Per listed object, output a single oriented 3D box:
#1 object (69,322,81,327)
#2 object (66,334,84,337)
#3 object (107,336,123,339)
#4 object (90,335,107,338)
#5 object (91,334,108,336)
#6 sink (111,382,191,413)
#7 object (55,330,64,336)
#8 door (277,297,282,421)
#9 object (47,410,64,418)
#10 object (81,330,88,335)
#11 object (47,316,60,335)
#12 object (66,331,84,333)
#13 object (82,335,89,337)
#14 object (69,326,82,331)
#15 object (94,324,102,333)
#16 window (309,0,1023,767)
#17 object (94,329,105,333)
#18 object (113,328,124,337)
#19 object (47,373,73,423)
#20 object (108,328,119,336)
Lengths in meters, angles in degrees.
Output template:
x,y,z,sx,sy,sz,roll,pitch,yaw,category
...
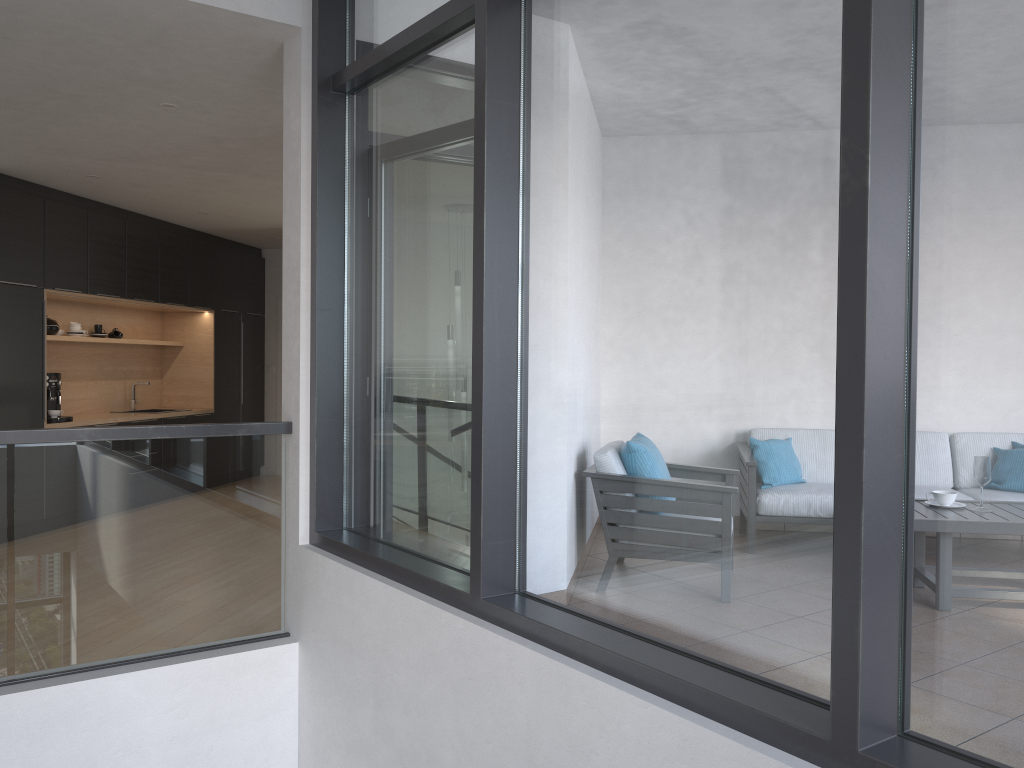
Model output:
x,y,z,sx,sy,sz,roll,pitch,yaw,category
-3.857,-0.511,7.828,0.098,0.075,0.095,1,1,21,object
-3.857,-0.428,7.829,0.145,0.025,0.145,1,1,-4,object
-3.791,-0.441,8.471,0.145,0.025,0.145,1,1,12,object
-3.815,-0.435,8.188,0.145,0.025,0.145,1,1,23,object
-3.812,-0.448,8.190,0.145,0.025,0.145,1,1,23,object
-3.576,0.240,8.816,0.512,0.518,0.626,1,1,10,sink
-3.966,-0.443,7.737,0.099,0.057,0.095,0,1,-33,object
-2.326,0.033,10.510,0.974,2.136,0.085,1,1,10,door
-3.668,0.240,7.107,0.099,0.057,0.095,1,1,12,object
-3.925,-0.459,8.060,0.099,0.057,0.095,1,1,7,object
-3.946,-0.495,7.515,0.240,0.171,0.213,-1,2,-44,object
-3.857,-0.453,7.829,0.145,0.025,0.145,1,1,-4,object
-3.924,-0.434,8.061,0.145,0.025,0.145,1,1,23,object
-3.859,-0.478,7.831,0.095,0.057,0.099,0,1,-18,object
-3.815,-0.502,8.179,0.066,0.092,0.084,0,1,-21,object
0.687,-0.484,1.633,0.170,2.402,5.002,0,1,-35,window
-3.875,-0.472,8.320,0.084,0.092,0.066,1,1,16,object
-3.780,-0.491,8.507,0.100,0.093,0.066,1,1,20,object
-3.836,0.103,7.308,0.584,0.398,0.618,1,1,10,object
-3.799,-0.485,8.446,0.100,0.093,0.066,1,1,25,object
